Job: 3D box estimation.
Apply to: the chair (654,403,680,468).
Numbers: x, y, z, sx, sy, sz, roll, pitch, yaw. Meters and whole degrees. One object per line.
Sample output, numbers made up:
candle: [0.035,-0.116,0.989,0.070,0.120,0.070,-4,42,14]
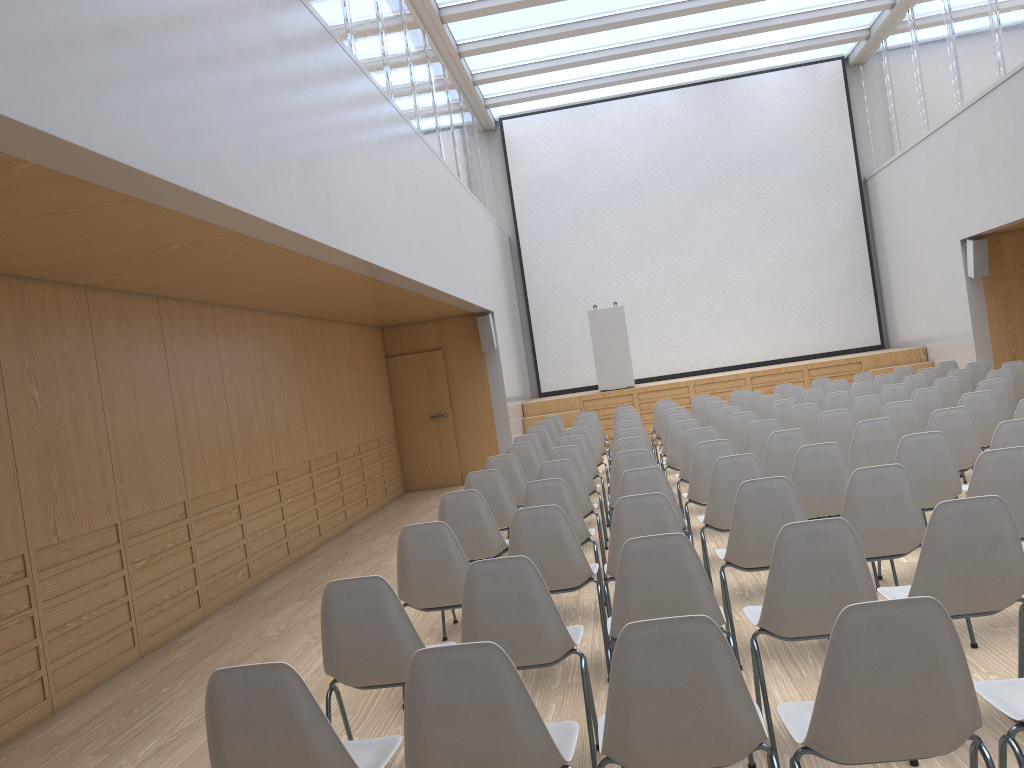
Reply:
chair: [2.033,0.671,11.231,0.479,0.876,0.505,-8,1,7]

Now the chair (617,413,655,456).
chair: [1.411,0.770,10.309,0.479,0.876,0.505,-8,1,7]

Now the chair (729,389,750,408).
chair: [3.130,0.504,12.067,0.479,0.876,0.505,-8,1,7]

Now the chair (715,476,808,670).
chair: [1.236,0.853,4.280,0.479,0.876,0.505,-8,1,7]

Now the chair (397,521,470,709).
chair: [-0.325,1.078,4.409,0.479,0.876,0.505,-8,1,7]

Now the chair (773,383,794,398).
chair: [3.687,0.424,11.979,0.479,0.876,0.505,-8,1,7]

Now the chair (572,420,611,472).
chair: [0.893,0.845,10.303,0.479,0.876,0.505,-8,1,7]

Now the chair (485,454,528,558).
chair: [-0.003,1.002,7.431,0.479,0.876,0.505,-8,1,7]

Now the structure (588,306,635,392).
structure: [1.692,-0.588,15.093,0.605,1.379,0.605,-8,1,7]

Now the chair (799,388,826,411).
chair: [3.417,0.482,10.057,0.479,0.876,0.505,-8,1,7]

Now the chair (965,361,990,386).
chair: [5.584,0.162,10.743,0.479,0.876,0.505,-8,1,7]

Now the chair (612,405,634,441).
chair: [1.610,0.723,12.230,0.479,0.876,0.505,-8,1,7]

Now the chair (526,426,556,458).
chair: [0.369,0.920,10.425,0.479,0.876,0.505,-8,1,7]

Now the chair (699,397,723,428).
chair: [2.542,0.599,11.110,0.479,0.876,0.505,-8,1,7]

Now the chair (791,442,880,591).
chair: [1.810,0.761,5.227,0.479,0.876,0.505,-8,1,7]

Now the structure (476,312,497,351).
structure: [-0.364,-0.754,12.847,0.196,0.542,0.368,-8,1,7]

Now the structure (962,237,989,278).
structure: [6.313,-1.714,12.040,0.196,0.542,0.368,-8,1,7]

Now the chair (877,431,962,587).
chair: [2.314,0.690,5.055,0.479,0.876,0.505,-8,1,7]

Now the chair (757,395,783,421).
chair: [2.935,0.552,10.014,0.479,0.876,0.505,-8,1,7]

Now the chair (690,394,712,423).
chair: [2.639,0.574,12.174,0.479,0.876,0.505,-8,1,7]

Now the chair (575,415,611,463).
chair: [0.999,0.820,11.338,0.479,0.876,0.505,-8,1,7]

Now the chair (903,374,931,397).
chair: [4.482,0.329,9.910,0.479,0.876,0.505,-8,1,7]

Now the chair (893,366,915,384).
chair: [5.206,0.205,11.864,0.479,0.876,0.505,-8,1,7]

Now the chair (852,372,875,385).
chair: [4.706,0.277,11.896,0.479,0.876,0.505,-8,1,7]

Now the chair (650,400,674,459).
chair: [2.144,0.645,12.206,0.479,0.876,0.505,-8,1,7]

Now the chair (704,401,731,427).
chair: [2.394,0.629,10.162,0.479,0.876,0.505,-8,1,7]

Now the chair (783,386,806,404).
chair: [3.539,0.455,11.059,0.479,0.876,0.505,-8,1,7]

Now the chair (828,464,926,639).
chair: [1.704,0.787,4.164,0.479,0.876,0.505,-8,1,7]

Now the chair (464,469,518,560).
chair: [-0.116,1.028,6.418,0.479,0.876,0.505,-8,1,7]

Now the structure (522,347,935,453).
structure: [3.530,0.362,15.128,6.552,1.027,2.728,-8,1,7]

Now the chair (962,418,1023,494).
chair: [2.825,0.616,5.035,0.479,0.876,0.505,-8,1,7]

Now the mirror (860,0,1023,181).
mirror: [5.324,-4.487,7.172,0.253,2.090,17.825,-8,1,7]

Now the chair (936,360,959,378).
chair: [5.737,0.129,11.772,0.479,0.876,0.505,-8,1,7]

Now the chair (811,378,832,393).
chair: [4.181,0.353,11.978,0.479,0.876,0.505,-8,1,7]

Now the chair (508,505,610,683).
chair: [0.206,1.001,4.414,0.479,0.876,0.505,-8,1,7]

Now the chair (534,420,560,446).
chair: [0.483,0.894,11.428,0.479,0.876,0.505,-8,1,7]

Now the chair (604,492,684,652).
chair: [0.681,0.933,4.328,0.479,0.876,0.505,-8,1,7]

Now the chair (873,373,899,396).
chair: [4.553,0.309,10.867,0.479,0.876,0.505,-8,1,7]

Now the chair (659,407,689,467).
chair: [1.925,0.697,10.199,0.479,0.876,0.505,-8,1,7]

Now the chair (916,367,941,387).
chair: [5.062,0.236,10.865,0.479,0.876,0.505,-8,1,7]

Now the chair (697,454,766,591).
chair: [1.348,0.828,5.254,0.479,0.876,0.505,-8,1,7]

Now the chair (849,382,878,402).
chair: [3.912,0.411,9.938,0.479,0.876,0.505,-8,1,7]

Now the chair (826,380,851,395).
chair: [4.035,0.384,10.971,0.479,0.876,0.505,-8,1,7]

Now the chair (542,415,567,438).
chair: [0.621,0.864,12.390,0.479,0.876,0.505,-8,1,7]

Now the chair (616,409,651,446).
chair: [1.513,0.746,11.235,0.479,0.876,0.505,-8,1,7]

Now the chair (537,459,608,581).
chair: [0.391,0.956,6.377,0.479,0.876,0.505,-8,1,7]

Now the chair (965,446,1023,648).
chair: [2.251,0.708,4.138,0.479,0.876,0.505,-8,1,7]

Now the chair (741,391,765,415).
chair: [3.038,0.527,11.091,0.479,0.876,0.505,-8,1,7]

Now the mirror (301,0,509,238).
mirror: [-1.351,-3.528,7.979,0.253,2.090,17.825,-8,1,7]

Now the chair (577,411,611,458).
chair: [1.096,0.797,12.250,0.479,0.876,0.505,-8,1,7]
